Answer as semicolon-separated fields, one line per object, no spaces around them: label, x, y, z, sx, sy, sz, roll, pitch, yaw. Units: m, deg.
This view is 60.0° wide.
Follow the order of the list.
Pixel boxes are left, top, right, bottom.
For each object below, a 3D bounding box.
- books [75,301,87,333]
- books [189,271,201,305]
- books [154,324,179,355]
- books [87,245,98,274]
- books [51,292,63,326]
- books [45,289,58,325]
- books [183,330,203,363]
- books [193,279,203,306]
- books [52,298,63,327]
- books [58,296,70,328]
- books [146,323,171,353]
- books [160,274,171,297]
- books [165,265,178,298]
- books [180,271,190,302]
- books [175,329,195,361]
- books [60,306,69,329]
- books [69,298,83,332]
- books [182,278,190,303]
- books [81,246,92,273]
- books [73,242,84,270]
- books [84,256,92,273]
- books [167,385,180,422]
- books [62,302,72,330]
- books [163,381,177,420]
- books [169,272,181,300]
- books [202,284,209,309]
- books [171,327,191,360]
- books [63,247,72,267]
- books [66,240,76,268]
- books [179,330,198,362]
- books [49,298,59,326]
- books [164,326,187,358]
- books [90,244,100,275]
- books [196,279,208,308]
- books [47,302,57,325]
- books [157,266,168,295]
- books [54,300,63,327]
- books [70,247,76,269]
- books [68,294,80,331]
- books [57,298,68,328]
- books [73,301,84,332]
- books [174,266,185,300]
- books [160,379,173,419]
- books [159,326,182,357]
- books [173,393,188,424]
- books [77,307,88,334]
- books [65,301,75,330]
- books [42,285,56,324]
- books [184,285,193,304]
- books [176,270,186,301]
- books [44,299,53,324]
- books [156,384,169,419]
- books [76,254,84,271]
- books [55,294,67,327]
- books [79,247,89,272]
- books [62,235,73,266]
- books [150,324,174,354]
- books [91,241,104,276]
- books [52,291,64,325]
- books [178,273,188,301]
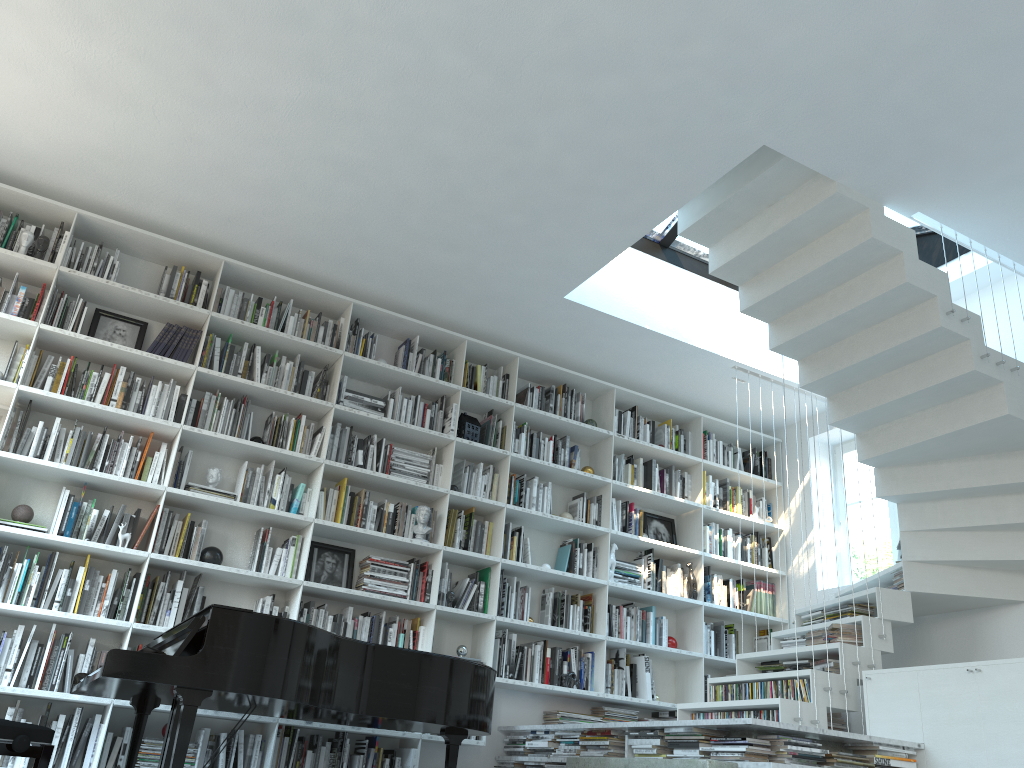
books;-2.490;-0.331;5.091;0.012;0.253;0.167;17;-27;-25
books;-1.979;-0.535;5.476;0.025;0.295;0.164;17;-27;-25
books;-2.089;-0.214;5.291;0.110;0.278;0.174;17;-27;-25
books;-2.491;-0.673;5.232;0.016;0.259;0.154;17;-27;-25
books;-2.607;-0.373;5.048;0.005;0.276;0.147;17;-27;-25
books;-2.627;-0.385;5.036;0.006;0.286;0.149;17;-27;-25
books;-1.957;-0.176;5.361;0.079;0.284;0.174;17;-27;-25
books;-1.972;-0.504;5.497;0.022;0.259;0.152;17;-27;-25
books;-2.591;-0.352;5.033;0.009;0.227;0.185;17;-27;-25
books;-2.561;-0.355;5.042;0.004;0.245;0.189;17;-27;-25
books;-2.133;-0.223;5.280;0.110;0.278;0.174;17;-27;-25
books;-2.132;-0.540;5.400;0.028;0.217;0.153;17;-27;-25
books;-2.104;-0.563;5.419;0.024;0.278;0.188;17;-27;-25
books;-2.032;-0.538;5.452;0.011;0.273;0.184;17;-27;-25
books;-2.005;-0.182;5.357;0.079;0.284;0.174;17;-27;-25
books;-2.575;-0.325;5.072;0.012;0.213;0.132;17;-27;-25
books;-2.511;-0.343;5.073;0.023;0.257;0.184;17;-27;-25
books;-2.037;-0.516;5.477;0.013;0.253;0.129;17;-27;-25
books;-2.519;-0.671;5.220;0.016;0.242;0.156;17;-27;-25
books;-2.556;-0.687;5.200;0.012;0.248;0.180;17;-27;-25
books;-2.513;-0.642;5.223;0.014;0.191;0.147;17;-27;-25
books;-1.997;0.159;5.195;0.035;0.262;0.178;17;-27;-25
books;-2.545;-0.335;5.050;0.018;0.217;0.187;17;-27;-25
books;-2.022;0.141;5.190;0.022;0.288;0.170;17;-27;-25
books;-2.082;-0.542;5.423;0.028;0.248;0.156;17;-27;-25
books;-1.919;-0.483;5.523;0.039;0.251;0.147;17;-27;-25
books;-2.023;-0.190;5.344;0.079;0.284;0.174;17;-27;-25
books;-2.606;-0.680;5.170;0.017;0.203;0.143;17;-27;-25
books;-2.596;-0.700;5.191;0.007;0.257;0.157;17;-27;-25
books;-1.983;-0.177;5.363;0.079;0.284;0.174;17;-27;-25
books;-2.613;-0.357;5.039;0.005;0.237;0.154;17;-27;-25
books;-2.042;-0.203;5.313;0.097;0.281;0.174;17;-27;-25
books;-2.480;-0.675;5.238;0.007;0.271;0.155;17;-27;-25
books;-1.942;-0.499;5.497;0.031;0.253;0.178;17;-27;-25
books;-2.623;-0.344;5.028;0.015;0.206;0.173;17;-27;-25
books;-2.153;-0.569;5.414;0.013;0.276;0.151;17;-27;-25
books;-2.581;-0.347;5.025;0.004;0.213;0.187;17;-27;-25
books;-2.581;-0.673;5.189;0.032;0.209;0.159;17;-27;-25
books;-2.526;-0.354;5.080;0.005;0.280;0.191;17;-27;-25
books;-2.577;-0.351;5.057;0.010;0.248;0.166;17;-27;-25
books;-2.501;-0.331;5.086;0.011;0.248;0.168;17;-27;-25
books;-2.074;-0.560;5.468;0.014;0.319;0.137;17;-27;-25
books;-2.031;0.131;5.173;0.012;0.289;0.183;17;-27;-25
books;-2.078;-0.202;5.316;0.110;0.278;0.174;17;-27;-25
books;-1.955;0.188;5.177;0.039;0.201;0.236;17;-27;-25
books;-2.477;-0.312;5.081;0.012;0.213;0.186;17;-27;-25
books;-2.539;-0.339;5.069;0.019;0.242;0.154;17;-27;-25
books;-2.634;-0.396;5.024;0.005;0.291;0.184;17;-27;-25
books;-2.011;-0.490;5.452;0.027;0.189;0.178;17;-27;-25
books;-2.057;-0.545;5.454;0.013;0.282;0.167;17;-27;-25
books;-2.648;-0.355;5.041;0.006;0.232;0.136;17;-27;-25
books;-2.062;0.147;5.184;0.024;0.264;0.155;17;-27;-25
books;-2.552;-0.653;5.207;0.017;0.193;0.129;17;-27;-25
books;-2.581;-0.362;5.048;0.009;0.259;0.184;17;-27;-25
books;-2.530;-0.669;5.206;0.013;0.224;0.177;17;-27;-25
books;-2.617;-0.717;5.189;0.007;0.283;0.160;17;-27;-25
books;-2.118;-0.214;5.296;0.110;0.278;0.174;17;-27;-25
books;-2.463;-0.681;5.232;0.015;0.278;0.191;17;-27;-25
books;-2.603;-0.376;5.055;0.006;0.287;0.144;17;-27;-25
books;-2.042;-0.536;5.445;0.010;0.262;0.157;17;-27;-25
